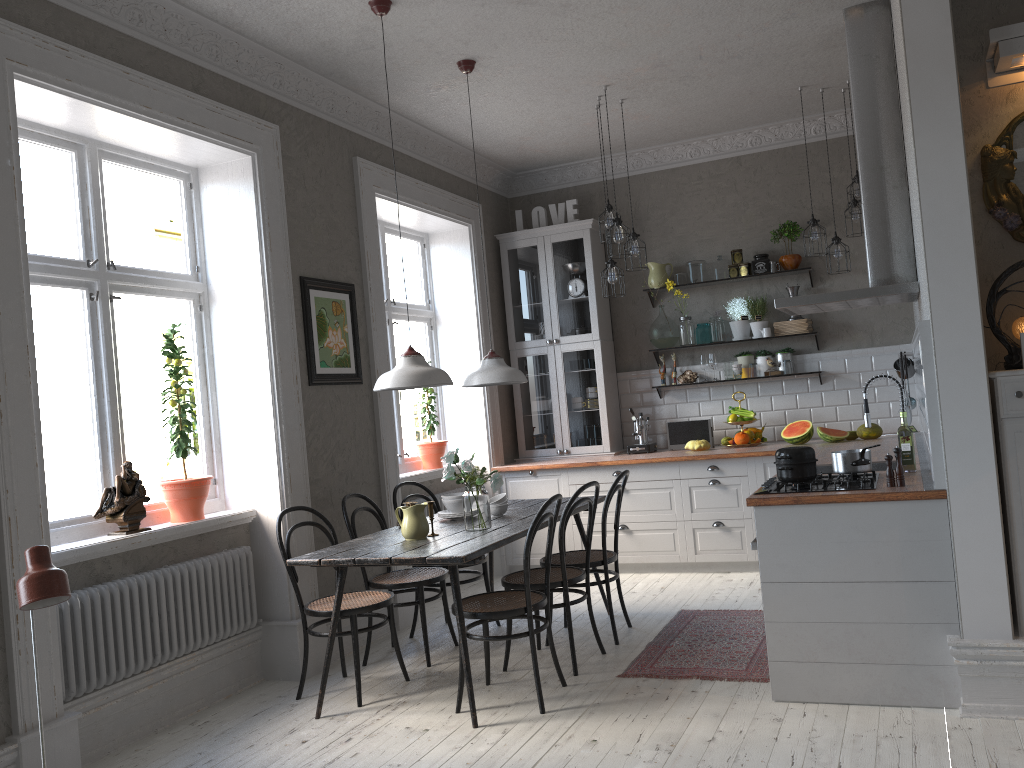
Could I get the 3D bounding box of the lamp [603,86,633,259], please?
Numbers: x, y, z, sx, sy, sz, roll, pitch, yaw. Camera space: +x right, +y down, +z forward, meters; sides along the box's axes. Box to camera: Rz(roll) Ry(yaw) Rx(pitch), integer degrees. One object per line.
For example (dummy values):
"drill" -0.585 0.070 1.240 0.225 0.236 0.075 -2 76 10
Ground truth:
"lamp" 0.613 -1.672 5.649 0.149 1.735 0.144 -5 -1 -20

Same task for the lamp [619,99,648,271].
"lamp" 0.757 -1.627 5.935 0.146 1.735 0.148 -5 -1 10

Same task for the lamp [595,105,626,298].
"lamp" 0.614 -1.454 6.001 0.148 1.735 0.145 -5 -1 -10

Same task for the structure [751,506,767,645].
"structure" 1.433 0.792 3.960 0.609 0.623 0.631 -6 -1 23

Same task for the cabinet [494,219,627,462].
"cabinet" 0.414 -0.326 7.381 0.866 1.921 0.393 -6 -1 22

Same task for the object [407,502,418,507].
"object" -0.492 0.669 4.424 0.060 0.172 0.063 -6 -2 44

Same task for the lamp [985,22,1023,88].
"lamp" 2.137 -1.345 3.545 0.409 0.171 0.223 -6 -1 23

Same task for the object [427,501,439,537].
"object" -0.394 0.660 4.346 0.058 0.167 0.060 -6 -1 36

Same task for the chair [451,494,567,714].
"chair" -0.008 0.976 4.028 0.542 0.920 0.444 -6 -1 20

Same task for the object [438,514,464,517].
"object" -0.293 0.726 4.936 0.239 0.027 0.236 -5 -1 -9

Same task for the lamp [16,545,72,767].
"lamp" -0.998 0.761 1.886 0.140 0.839 0.247 -4 -1 -31

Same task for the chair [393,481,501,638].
"chair" -0.406 1.042 5.351 0.538 0.920 0.447 -6 -1 35

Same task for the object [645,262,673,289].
"object" 1.187 -0.875 7.148 0.187 0.216 0.177 -6 -1 37

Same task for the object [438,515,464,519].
"object" -0.293 0.735 4.935 0.232 0.027 0.242 -6 -2 41

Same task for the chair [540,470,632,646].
"chair" 0.423 0.958 4.968 0.542 0.920 0.444 -6 -1 20

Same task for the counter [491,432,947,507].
"counter" 0.946 0.541 5.581 3.114 0.039 3.442 -6 -1 23

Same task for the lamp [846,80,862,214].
"lamp" 2.265 -2.019 5.960 0.147 1.735 0.146 -5 -1 -5

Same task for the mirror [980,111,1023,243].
"mirror" 2.210 -0.869 3.612 0.525 0.593 0.072 -6 -1 22

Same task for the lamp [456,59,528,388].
"lamp" -0.180 -0.916 5.052 0.372 1.858 0.386 -6 -1 30

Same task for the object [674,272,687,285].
"object" 1.360 -0.838 7.142 0.102 0.111 0.105 -6 -1 23

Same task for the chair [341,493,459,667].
"chair" -0.622 1.051 4.906 0.542 0.920 0.444 -6 -1 20

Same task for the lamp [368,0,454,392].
"lamp" -0.548 -0.902 4.222 0.386 1.858 0.372 -4 -1 -30

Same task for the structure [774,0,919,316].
"structure" 1.798 -1.231 4.926 0.702 1.595 0.723 -6 -1 23

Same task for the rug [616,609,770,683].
"rug" 1.085 1.343 4.650 0.725 0.014 1.308 -6 -1 24

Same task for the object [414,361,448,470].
"object" -0.632 0.233 6.709 0.265 0.813 0.254 -4 -1 -40

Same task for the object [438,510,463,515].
"object" -0.294 0.718 4.936 0.242 0.027 0.232 -4 -2 -44

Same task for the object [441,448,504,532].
"object" -0.188 0.518 4.392 0.307 0.414 0.255 -6 -1 21

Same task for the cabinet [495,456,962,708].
"cabinet" 1.453 0.907 5.542 2.016 0.854 4.135 -5 -1 -20

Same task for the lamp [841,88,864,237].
"lamp" 2.308 -1.890 6.131 0.149 1.735 0.144 -5 -1 -25

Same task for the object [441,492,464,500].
"object" -0.300 0.662 4.937 0.178 0.094 0.181 -5 -1 14

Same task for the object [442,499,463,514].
"object" -0.298 0.682 4.936 0.178 0.094 0.181 -5 -1 14

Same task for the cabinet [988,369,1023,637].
"cabinet" 2.235 0.569 3.380 0.656 1.297 0.389 -6 -1 23

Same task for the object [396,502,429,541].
"object" -0.478 0.665 4.289 0.151 0.170 0.134 -5 -1 -16

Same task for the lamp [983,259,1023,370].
"lamp" 2.115 -0.231 3.521 0.441 0.558 0.175 -6 -1 30

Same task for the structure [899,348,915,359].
"structure" 2.502 -0.184 5.603 0.093 0.053 1.102 -6 -1 24

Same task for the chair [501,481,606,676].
"chair" 0.208 0.968 4.526 0.539 0.920 0.446 -6 -1 30

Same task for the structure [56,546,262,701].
"structure" -1.605 1.060 4.072 0.146 0.428 1.240 -6 -1 22

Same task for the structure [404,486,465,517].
"structure" -0.563 1.020 6.425 0.146 0.428 1.240 -6 -1 22

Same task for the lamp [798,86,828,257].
"lamp" 1.981 -1.733 6.004 0.150 1.735 0.144 -4 -1 -35

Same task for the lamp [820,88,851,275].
"lamp" 2.164 -1.625 6.078 0.147 1.735 0.146 -5 -1 -5

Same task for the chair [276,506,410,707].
"chair" -0.848 1.060 4.389 0.539 0.920 0.446 -6 -1 30

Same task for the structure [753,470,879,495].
"structure" 1.379 0.432 3.981 0.489 0.031 0.615 -6 -1 23

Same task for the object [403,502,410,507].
"object" -0.517 0.673 4.514 0.096 0.172 0.096 -5 -1 4

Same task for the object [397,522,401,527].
"object" -0.550 0.712 4.791 0.139 0.112 0.140 -5 -1 6

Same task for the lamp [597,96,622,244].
"lamp" 0.579 -1.795 5.835 0.146 1.735 0.148 -5 -1 10
